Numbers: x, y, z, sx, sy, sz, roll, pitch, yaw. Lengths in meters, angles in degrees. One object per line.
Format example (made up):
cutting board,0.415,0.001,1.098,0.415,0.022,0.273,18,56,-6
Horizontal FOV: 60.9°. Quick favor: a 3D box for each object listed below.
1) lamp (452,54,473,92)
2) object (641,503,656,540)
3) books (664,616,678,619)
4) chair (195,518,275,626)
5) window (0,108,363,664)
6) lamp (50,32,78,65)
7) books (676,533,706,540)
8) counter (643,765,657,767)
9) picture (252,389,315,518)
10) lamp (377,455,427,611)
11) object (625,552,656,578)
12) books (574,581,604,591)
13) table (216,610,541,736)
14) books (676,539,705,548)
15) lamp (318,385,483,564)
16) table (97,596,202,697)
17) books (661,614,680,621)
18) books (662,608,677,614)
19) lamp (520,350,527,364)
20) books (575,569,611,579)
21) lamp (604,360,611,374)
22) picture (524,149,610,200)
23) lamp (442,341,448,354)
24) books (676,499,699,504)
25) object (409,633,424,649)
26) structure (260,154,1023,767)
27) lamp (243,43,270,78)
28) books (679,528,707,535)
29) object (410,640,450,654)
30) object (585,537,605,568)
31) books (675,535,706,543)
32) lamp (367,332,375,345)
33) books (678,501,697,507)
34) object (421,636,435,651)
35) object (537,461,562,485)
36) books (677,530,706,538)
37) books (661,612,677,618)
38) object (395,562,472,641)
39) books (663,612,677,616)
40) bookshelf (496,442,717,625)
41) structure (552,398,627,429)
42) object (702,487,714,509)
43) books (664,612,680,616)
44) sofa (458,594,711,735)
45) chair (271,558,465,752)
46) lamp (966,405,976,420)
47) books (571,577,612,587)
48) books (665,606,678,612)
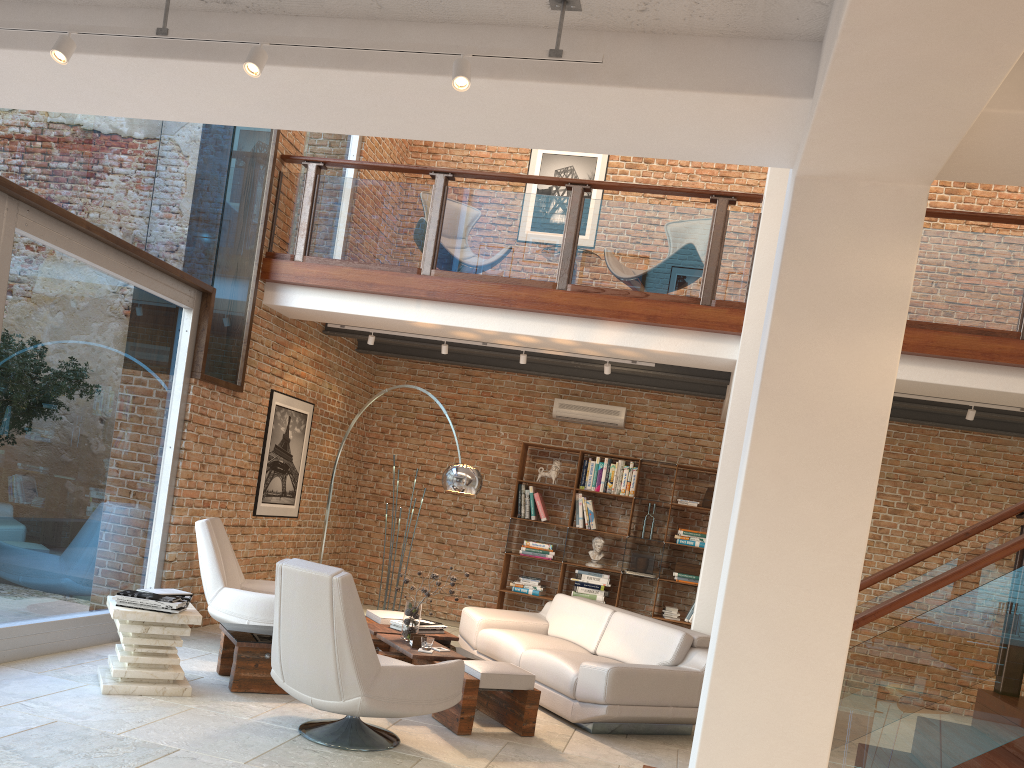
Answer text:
lamp,-0.161,-1.000,2.798,0.060,0.128,0.085,9,-1,-18
object,1.513,1.507,9.586,0.121,0.398,0.062,9,2,14
books,1.746,2.562,9.622,0.155,0.008,0.245,8,-8,7
chair,-2.038,1.614,6.915,0.985,0.994,1.030,9,-3,-4
window,-3.313,-1.818,3.217,0.644,6.353,12.504,9,-6,13
lamp,-1.581,-1.191,3.075,0.060,0.120,0.087,9,-1,14
books,1.993,1.674,9.540,0.379,0.018,0.247,8,-8,4
counter,0.793,1.202,0.586,1.677,0.913,2.531,8,-7,12
picture,-2.210,0.714,8.494,0.027,1.191,0.921,9,-1,13
lamp,-1.238,1.698,9.510,0.422,1.815,0.197,8,2,-18
object,1.439,1.995,9.627,0.334,0.232,0.287,8,-4,12
books,0.868,2.250,9.754,0.325,0.055,0.258,8,-8,6
table,-1.032,1.957,6.205,1.997,0.426,2.195,13,-8,-27
books,1.987,1.748,9.544,0.324,0.055,0.259,6,-8,22
lamp,-1.019,1.169,7.417,0.324,2.342,2.006,7,0,-42
table,-2.240,1.612,5.373,0.502,0.502,0.491,10,-3,-28
books,1.751,2.578,9.628,0.171,0.019,0.238,9,-8,0
books,1.741,2.504,9.618,0.161,0.017,0.256,7,-8,12
lamp,0.103,-0.236,7.894,0.060,0.128,0.087,9,-1,14
books,0.914,2.126,9.770,0.378,0.036,0.248,7,-8,11
lamp,0.851,-0.143,7.756,0.060,0.115,0.096,9,-2,19
picture,0.590,-2.177,9.987,0.909,1.194,0.027,9,2,11
lamp,-0.617,-0.334,8.036,0.060,0.120,0.087,9,-1,14
books,1.913,1.283,9.507,0.236,0.019,0.173,8,-8,5
object,-0.649,1.776,6.020,0.095,0.081,0.114,10,-5,-16
structure,1.613,0.012,2.780,10.100,4.113,14.051,8,-7,12
lamp,-0.861,-1.092,2.933,0.060,0.128,0.087,9,-1,14
books,2.004,1.620,9.549,0.354,0.020,0.276,8,-8,10
object,-0.547,1.810,5.974,0.273,0.034,0.249,11,-8,-16
object,0.945,1.878,9.751,0.194,0.349,0.196,9,0,28
books,1.976,1.701,9.554,0.378,0.036,0.248,7,-8,11
lamp,-1.318,-0.422,8.171,0.060,0.128,0.085,9,-1,-18
books,1.913,1.309,9.500,0.205,0.033,0.134,7,-8,11
object,-0.574,1.757,5.895,0.092,0.084,0.090,11,-4,-29
object,0.419,0.982,9.798,0.249,0.282,0.132,8,0,19
books,1.998,1.646,9.530,0.379,0.036,0.247,8,-8,5
books,1.735,2.547,9.620,0.162,0.017,0.255,8,-8,7
object,-0.561,1.561,6.264,0.547,0.605,0.314,10,0,-18
books,1.750,2.537,9.620,0.155,0.008,0.245,8,-8,7
bookshelf,1.450,1.951,9.641,3.018,2.196,0.366,8,2,11
structure,0.879,0.334,9.872,0.808,0.218,0.202,8,-3,11
object,2.168,1.242,9.446,0.196,0.232,0.191,10,-2,-31
books,1.760,2.526,9.626,0.170,0.019,0.239,8,-8,5
sofa,0.562,2.147,6.925,1.160,0.751,2.317,12,-7,-28
chair,-0.906,1.505,4.887,1.016,1.012,0.988,7,-3,28
lamp,3.775,0.244,7.169,0.060,0.128,0.087,9,-1,14
books,0.893,2.216,9.761,0.442,0.020,0.276,7,-8,11
books,1.759,2.481,9.619,0.132,0.033,0.208,8,-8,7
